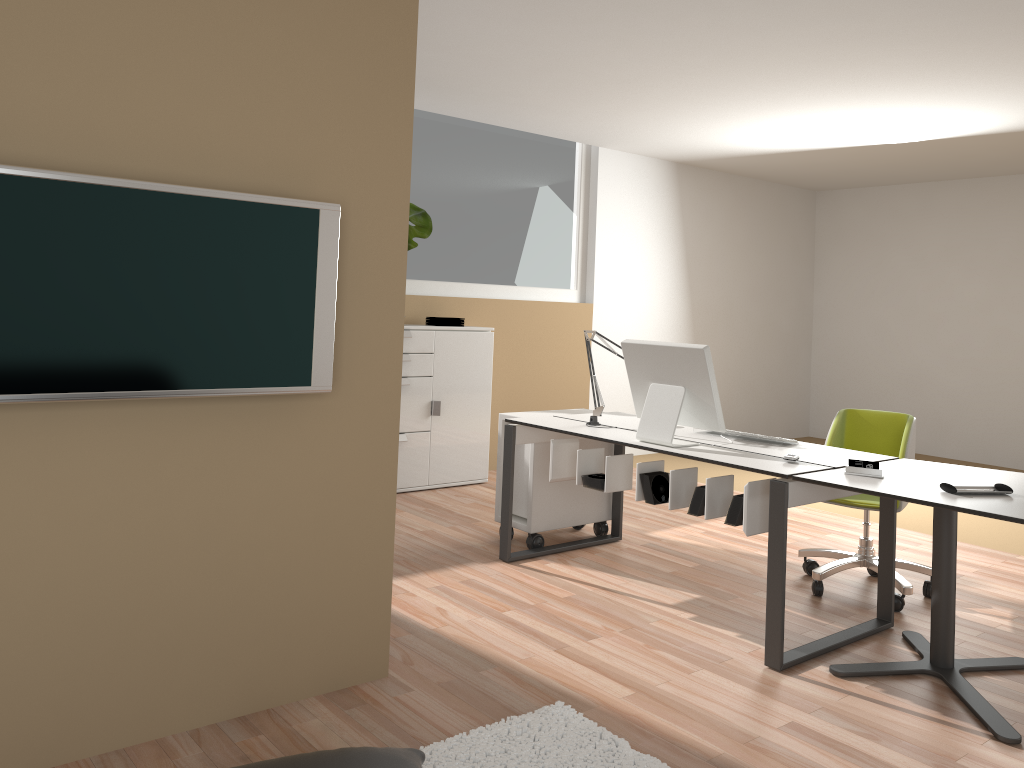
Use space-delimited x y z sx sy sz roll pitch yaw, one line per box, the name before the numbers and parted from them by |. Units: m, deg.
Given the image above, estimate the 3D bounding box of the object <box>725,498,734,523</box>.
object | 0.868 0.471 3.345 0.133 0.114 0.040 1 0 -39

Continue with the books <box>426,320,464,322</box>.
books | -0.471 -0.444 6.197 0.222 0.006 0.158 -2 6 -38

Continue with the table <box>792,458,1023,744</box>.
table | 1.589 0.693 3.100 0.924 0.689 0.813 0 3 -42

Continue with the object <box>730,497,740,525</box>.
object | 0.883 0.473 3.327 0.133 0.114 0.040 1 0 -39

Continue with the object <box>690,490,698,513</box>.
object | 0.762 0.455 3.475 0.133 0.114 0.040 1 0 -39

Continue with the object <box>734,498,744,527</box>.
object | 0.894 0.475 3.313 0.133 0.114 0.040 1 0 -39

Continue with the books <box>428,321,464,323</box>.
books | -0.471 -0.438 6.199 0.222 0.006 0.158 -2 6 -39

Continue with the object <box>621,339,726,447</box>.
object | 0.677 0.036 3.768 0.197 0.432 0.467 3 1 -39

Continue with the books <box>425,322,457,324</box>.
books | -0.473 -0.428 6.197 0.222 0.007 0.158 -2 7 -41

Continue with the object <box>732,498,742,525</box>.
object | 0.889 0.474 3.320 0.133 0.114 0.040 1 0 -39

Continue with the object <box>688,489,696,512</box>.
object | 0.755 0.454 3.484 0.133 0.114 0.040 1 0 -39

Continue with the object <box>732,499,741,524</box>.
object | 0.887 0.474 3.322 0.133 0.114 0.040 1 0 -39

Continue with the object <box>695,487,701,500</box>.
object | 0.765 0.456 3.472 0.133 0.114 0.039 1 0 -39

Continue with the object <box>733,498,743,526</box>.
object | 0.892 0.475 3.316 0.133 0.114 0.040 1 0 -39

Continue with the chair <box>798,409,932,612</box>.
chair | 1.669 0.552 4.130 0.622 0.812 0.597 3 1 26

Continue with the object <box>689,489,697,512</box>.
object | 0.758 0.455 3.481 0.133 0.114 0.040 1 0 -39

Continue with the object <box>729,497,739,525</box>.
object | 0.880 0.473 3.331 0.133 0.114 0.040 1 0 -39

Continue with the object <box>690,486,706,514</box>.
object | 0.763 0.455 3.474 0.133 0.114 0.039 1 0 -39

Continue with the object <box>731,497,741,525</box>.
object | 0.886 0.474 3.324 0.133 0.114 0.040 1 0 -39

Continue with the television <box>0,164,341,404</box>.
television | -1.006 -0.250 2.331 1.172 0.580 0.054 -1 0 -39

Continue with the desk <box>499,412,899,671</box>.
desk | 0.764 0.582 3.978 0.803 0.687 1.607 1 4 -39

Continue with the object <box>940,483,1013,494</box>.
object | 1.542 0.347 2.924 0.215 0.030 0.090 2 4 -9

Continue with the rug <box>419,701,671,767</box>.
rug | -0.170 1.089 1.565 2.021 0.045 1.455 -2 6 -39

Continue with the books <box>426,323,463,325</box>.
books | -0.472 -0.422 6.198 0.222 0.006 0.158 -2 6 -39

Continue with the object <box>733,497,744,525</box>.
object | 0.891 0.474 3.317 0.133 0.114 0.039 1 0 -39

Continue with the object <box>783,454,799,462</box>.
object | 1.080 0.285 3.402 0.047 0.021 0.084 5 5 30

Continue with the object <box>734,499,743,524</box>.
object | 0.893 0.475 3.315 0.133 0.114 0.040 1 0 -39

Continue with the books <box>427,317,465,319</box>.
books | -0.468 -0.466 6.201 0.222 0.006 0.158 -2 6 -39

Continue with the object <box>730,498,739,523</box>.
object | 0.881 0.473 3.329 0.133 0.114 0.040 1 0 -39

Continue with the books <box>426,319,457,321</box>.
books | -0.472 -0.450 6.201 0.222 0.008 0.158 -2 6 -39

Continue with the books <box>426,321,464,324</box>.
books | -0.471 -0.433 6.199 0.222 0.006 0.158 -2 6 -39

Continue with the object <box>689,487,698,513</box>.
object | 0.759 0.455 3.479 0.133 0.114 0.040 1 0 -39

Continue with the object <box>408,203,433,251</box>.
object | -0.931 -0.818 5.815 0.856 0.847 0.265 1 0 -42

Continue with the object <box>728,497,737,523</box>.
object | 0.876 0.472 3.336 0.133 0.114 0.040 1 0 -39

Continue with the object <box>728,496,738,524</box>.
object | 0.877 0.472 3.334 0.133 0.114 0.040 1 0 -39

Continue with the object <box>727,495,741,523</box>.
object | 0.874 0.472 3.338 0.133 0.114 0.039 1 0 -39

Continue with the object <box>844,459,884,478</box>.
object | 1.272 0.301 3.177 0.130 0.056 0.049 4 2 26

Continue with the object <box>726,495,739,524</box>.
object | 0.871 0.472 3.341 0.133 0.114 0.040 1 0 -39

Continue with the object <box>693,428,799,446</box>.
object | 0.970 0.257 3.920 0.387 0.080 0.458 -2 7 -44

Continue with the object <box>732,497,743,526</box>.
object | 0.890 0.474 3.318 0.133 0.114 0.039 1 0 -39

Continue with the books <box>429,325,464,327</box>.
books | -0.473 -0.411 6.196 0.222 0.007 0.158 -2 6 -39

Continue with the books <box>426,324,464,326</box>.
books | -0.473 -0.416 6.197 0.222 0.006 0.158 -2 6 -39

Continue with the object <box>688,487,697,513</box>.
object | 0.756 0.454 3.482 0.133 0.114 0.040 1 0 -39

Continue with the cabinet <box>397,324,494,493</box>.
cabinet | -0.841 0.149 5.859 1.520 1.087 0.417 0 0 -39

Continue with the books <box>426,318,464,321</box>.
books | -0.472 -0.455 6.201 0.222 0.008 0.158 -2 6 -39

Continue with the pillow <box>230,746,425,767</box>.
pillow | -0.430 0.956 1.833 0.581 0.210 0.611 1 4 -14

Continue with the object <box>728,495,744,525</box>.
object | 0.878 0.472 3.333 0.133 0.114 0.039 1 0 -39

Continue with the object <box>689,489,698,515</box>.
object | 0.761 0.455 3.477 0.133 0.114 0.040 1 0 -39

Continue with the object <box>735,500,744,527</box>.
object | 0.896 0.475 3.311 0.133 0.114 0.040 1 0 -39

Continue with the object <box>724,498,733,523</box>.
object | 0.865 0.471 3.348 0.133 0.114 0.040 1 0 -39

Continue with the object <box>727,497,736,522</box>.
object | 0.873 0.472 3.340 0.133 0.114 0.040 1 0 -39

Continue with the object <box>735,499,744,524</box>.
object | 0.896 0.475 3.311 0.133 0.114 0.039 1 0 -39

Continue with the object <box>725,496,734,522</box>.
object | 0.867 0.471 3.347 0.133 0.114 0.040 1 0 -39

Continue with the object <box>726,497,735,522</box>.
object | 0.870 0.471 3.343 0.133 0.114 0.040 1 0 -39

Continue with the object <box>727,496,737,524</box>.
object | 0.874 0.472 3.338 0.133 0.114 0.040 1 0 -39

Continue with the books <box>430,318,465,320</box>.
books | -0.468 -0.461 6.200 0.222 0.007 0.158 -2 6 -39
